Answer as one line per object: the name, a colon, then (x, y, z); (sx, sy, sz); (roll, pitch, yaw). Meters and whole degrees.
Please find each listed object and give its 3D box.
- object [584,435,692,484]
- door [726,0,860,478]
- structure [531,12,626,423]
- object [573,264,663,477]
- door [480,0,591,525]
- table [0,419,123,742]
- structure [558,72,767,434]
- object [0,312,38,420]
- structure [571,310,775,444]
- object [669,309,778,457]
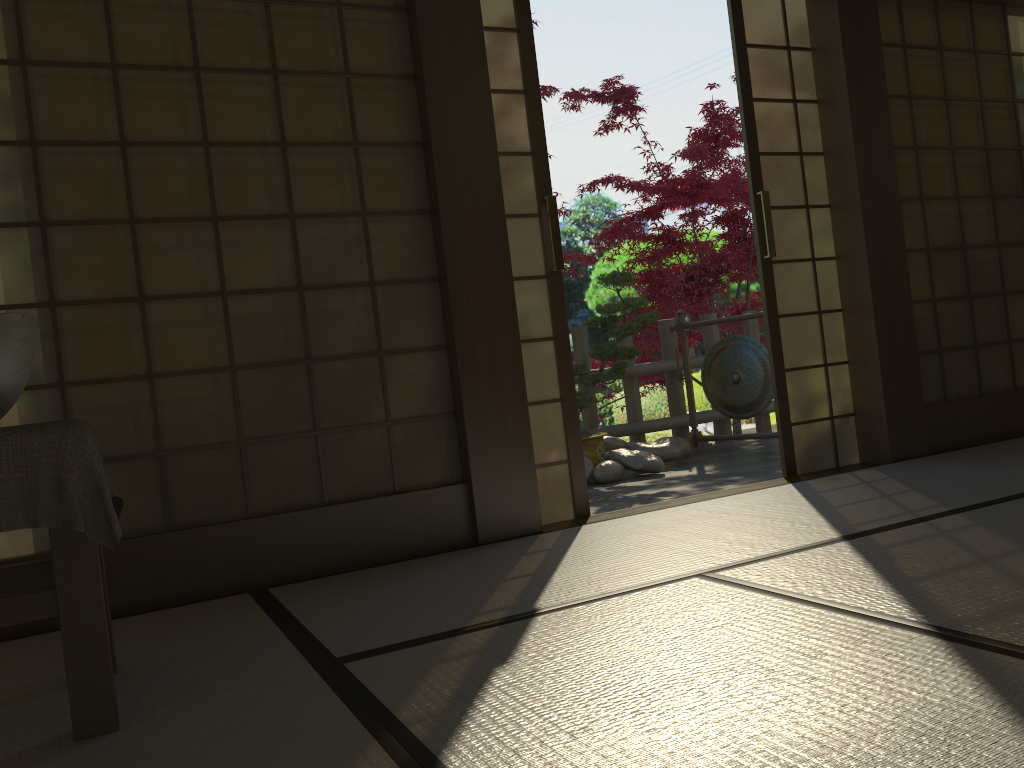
object: (0.566, 0.470, 5.861); (1.260, 0.276, 1.147); (-7, 0, -29)
door: (1.975, -0.778, 4.413); (1.894, 2.380, 0.073); (-7, 0, -25)
structure: (-0.957, -1.096, 6.872); (3.412, 4.004, 3.045); (-7, 0, 8)
object: (0.546, -0.083, 5.894); (1.032, 1.362, 0.586); (-7, 0, 1)
door: (-0.661, -0.462, 3.192); (1.894, 2.380, 0.073); (-7, 0, -25)
table: (-1.112, 0.397, 1.790); (0.633, 0.595, 0.629); (-7, 0, -25)
structure: (2.233, -1.478, 8.440); (3.045, 4.004, 3.412); (-7, 0, -22)
object: (-1.149, -0.009, 1.795); (0.357, 0.230, 0.358); (-7, 0, 35)
structure: (0.267, 0.160, 6.452); (7.456, 1.136, 0.245); (-7, 0, -25)
object: (1.576, -0.055, 6.178); (1.045, 1.061, 0.368); (-7, 0, 44)
